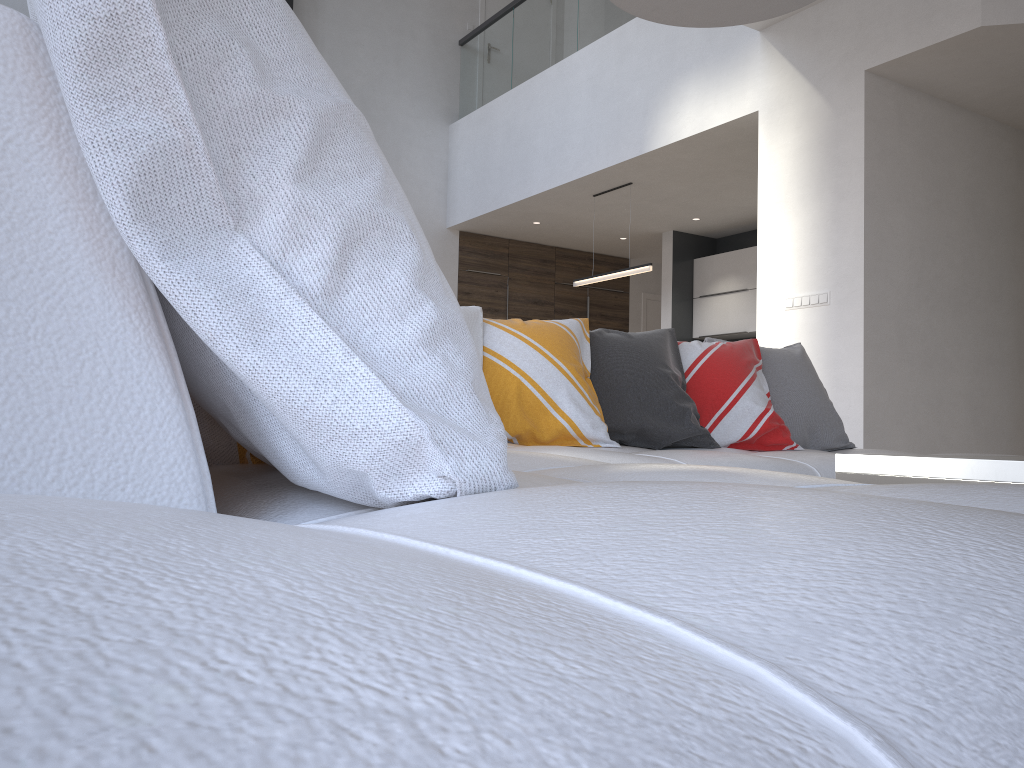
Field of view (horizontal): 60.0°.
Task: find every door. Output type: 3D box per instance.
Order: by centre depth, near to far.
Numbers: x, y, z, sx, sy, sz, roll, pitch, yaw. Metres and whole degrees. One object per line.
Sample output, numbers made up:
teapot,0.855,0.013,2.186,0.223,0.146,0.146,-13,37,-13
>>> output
door,0.062,-3.433,9.429,0.974,2.136,0.085,3,-4,-33
door,1.891,0.032,10.467,0.974,2.136,0.085,3,-4,-33

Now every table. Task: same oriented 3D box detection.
table,1.333,0.353,1.429,1.091,0.435,1.091,3,-4,-33

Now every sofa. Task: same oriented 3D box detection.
sofa,0.481,0.221,1.914,3.424,0.732,2.614,3,-4,-33

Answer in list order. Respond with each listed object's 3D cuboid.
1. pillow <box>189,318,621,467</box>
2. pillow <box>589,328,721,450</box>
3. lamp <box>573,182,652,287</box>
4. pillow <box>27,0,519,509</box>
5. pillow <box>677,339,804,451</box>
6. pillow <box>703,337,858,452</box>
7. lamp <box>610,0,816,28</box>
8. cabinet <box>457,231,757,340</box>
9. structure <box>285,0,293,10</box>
pillow,-0.181,-0.055,1.827,0.630,0.440,2.095,1,-3,14
pillow,-0.301,-0.043,2.387,2.120,0.436,0.608,4,-4,-37
lamp,0.819,-1.239,7.310,0.020,0.756,0.998,3,-4,-33
pillow,-0.212,-0.091,1.511,0.580,0.456,2.156,2,-3,-7
pillow,-0.031,0.000,2.568,2.250,0.449,0.575,4,-4,-35
pillow,0.230,-0.036,2.342,2.953,0.453,0.647,5,-4,-45
lamp,-0.854,-0.772,1.904,3.199,2.647,0.710,1,-3,3
cabinet,1.562,-0.329,7.535,2.402,2.501,4.694,3,-4,-33
structure,-2.552,-2.373,7.284,1.500,6.351,0.722,3,-4,-33
